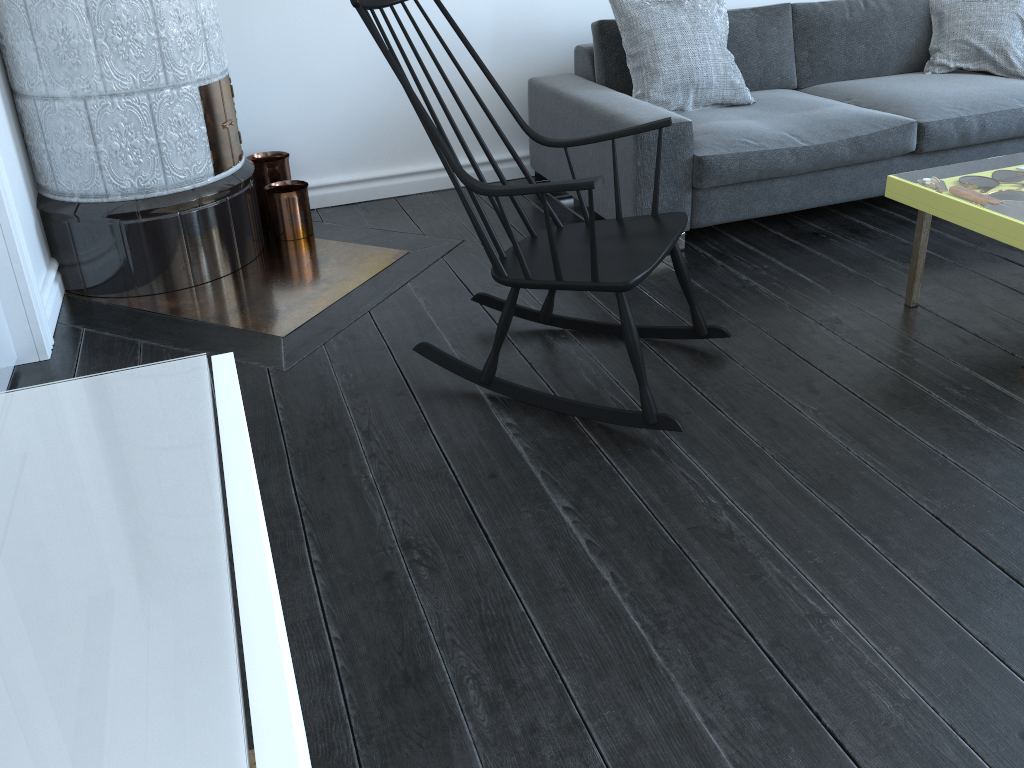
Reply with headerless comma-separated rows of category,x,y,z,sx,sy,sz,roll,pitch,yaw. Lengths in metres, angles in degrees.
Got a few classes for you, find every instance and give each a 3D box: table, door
table,1.872,-0.447,2.619,1.410,0.382,0.625,-12,29,-17
door,-1.320,-0.925,1.706,0.117,2.366,1.216,-10,26,-16

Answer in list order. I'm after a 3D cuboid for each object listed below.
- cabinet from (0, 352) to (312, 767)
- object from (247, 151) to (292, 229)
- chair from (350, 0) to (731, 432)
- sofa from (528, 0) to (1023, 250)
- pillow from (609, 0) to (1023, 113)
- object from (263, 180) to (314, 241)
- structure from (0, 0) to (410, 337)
cabinet,-0.335,0.608,0.558,0.593,0.703,1.250,-11,29,-16
object,-0.982,-0.796,3.614,0.174,0.268,0.183,-11,27,-17
chair,0.079,-0.496,2.264,0.912,0.961,0.636,10,28,23
sofa,1.357,-1.226,3.755,2.388,0.692,1.128,-12,29,-17
pillow,1.372,-1.494,3.774,2.063,0.471,0.499,-10,28,-13
object,-0.880,-0.686,3.486,0.176,0.191,0.177,-17,30,-26
structure,-1.169,-1.697,2.682,1.278,2.763,0.808,9,27,24
